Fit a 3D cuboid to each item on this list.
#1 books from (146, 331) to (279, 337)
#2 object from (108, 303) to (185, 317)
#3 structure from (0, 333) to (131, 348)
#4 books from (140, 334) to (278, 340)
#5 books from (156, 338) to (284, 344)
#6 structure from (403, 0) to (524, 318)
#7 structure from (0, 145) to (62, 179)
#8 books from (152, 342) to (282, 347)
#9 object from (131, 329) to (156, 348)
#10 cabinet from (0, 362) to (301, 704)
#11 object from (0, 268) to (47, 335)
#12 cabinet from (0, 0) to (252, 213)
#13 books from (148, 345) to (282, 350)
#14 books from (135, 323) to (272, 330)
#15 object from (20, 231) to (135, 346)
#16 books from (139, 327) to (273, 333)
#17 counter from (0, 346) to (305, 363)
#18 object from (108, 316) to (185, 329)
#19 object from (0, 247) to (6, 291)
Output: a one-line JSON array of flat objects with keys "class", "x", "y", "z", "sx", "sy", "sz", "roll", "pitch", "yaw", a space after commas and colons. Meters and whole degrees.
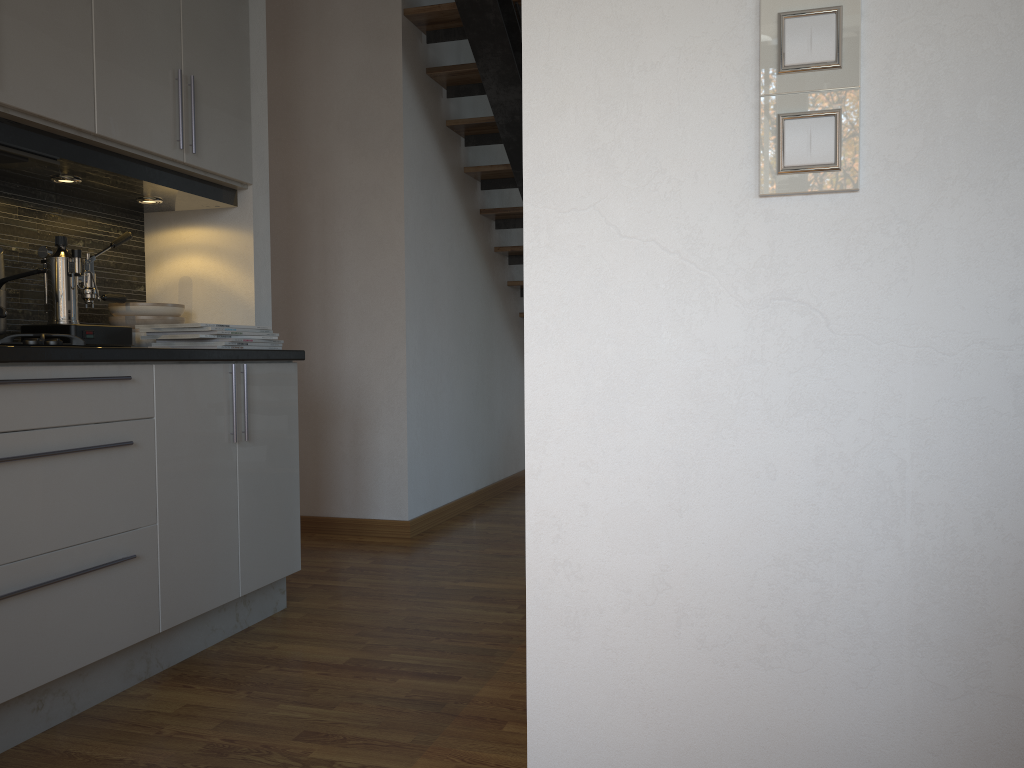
[{"class": "books", "x": -0.926, "y": -0.155, "z": 2.767, "sx": 0.252, "sy": 0.011, "sz": 0.318, "roll": 0, "pitch": 2, "yaw": 18}, {"class": "object", "x": -1.183, "y": -0.236, "z": 2.875, "sx": 0.230, "sy": 0.042, "sz": 0.230, "roll": -1, "pitch": 2, "yaw": -29}, {"class": "structure", "x": -1.277, "y": -0.096, "z": 1.985, "sx": 0.500, "sy": 0.041, "sz": 0.662, "roll": 0, "pitch": 2, "yaw": 17}, {"class": "books", "x": -0.935, "y": -0.143, "z": 2.755, "sx": 0.252, "sy": 0.011, "sz": 0.318, "roll": 0, "pitch": 2, "yaw": 28}, {"class": "books", "x": -0.911, "y": -0.134, "z": 2.791, "sx": 0.252, "sy": 0.011, "sz": 0.318, "roll": 0, "pitch": 2, "yaw": 13}, {"class": "structure", "x": 1.007, "y": -1.206, "z": 4.642, "sx": 2.685, "sy": 4.134, "sz": 4.579, "roll": 0, "pitch": 2, "yaw": 16}, {"class": "structure", "x": -1.407, "y": -0.588, "z": 2.011, "sx": 0.362, "sy": 0.148, "sz": 0.623, "roll": 0, "pitch": 2, "yaw": 17}, {"class": "books", "x": -0.915, "y": -0.123, "z": 2.777, "sx": 0.252, "sy": 0.011, "sz": 0.318, "roll": 0, "pitch": 2, "yaw": 16}, {"class": "object", "x": -1.182, "y": -0.141, "z": 2.879, "sx": 0.230, "sy": 0.066, "sz": 0.230, "roll": -1, "pitch": 2, "yaw": -29}, {"class": "cabinet", "x": -1.311, "y": 0.336, "z": 0.914, "sx": 0.040, "sy": 0.691, "sz": 4.221, "roll": 0, "pitch": 2, "yaw": 17}, {"class": "object", "x": -1.278, "y": -0.197, "z": 2.176, "sx": 0.348, "sy": 0.154, "sz": 0.200, "roll": -1, "pitch": 2, "yaw": -4}, {"class": "cabinet", "x": -1.672, "y": -1.064, "z": 0.957, "sx": 0.458, "sy": 1.070, "sz": 4.233, "roll": 0, "pitch": 2, "yaw": 17}, {"class": "books", "x": -0.919, "y": -0.111, "z": 2.765, "sx": 0.252, "sy": 0.011, "sz": 0.318, "roll": 0, "pitch": 2, "yaw": 20}, {"class": "books", "x": -0.951, "y": -0.175, "z": 2.754, "sx": 0.252, "sy": 0.011, "sz": 0.318, "roll": 0, "pitch": 2, "yaw": 23}, {"class": "object", "x": -1.235, "y": -0.283, "z": 2.597, "sx": 0.206, "sy": 0.370, "sz": 0.353, "roll": 0, "pitch": 2, "yaw": 17}, {"class": "books", "x": -0.943, "y": -0.165, "z": 2.760, "sx": 0.252, "sy": 0.011, "sz": 0.318, "roll": 0, "pitch": 2, "yaw": 18}, {"class": "counter", "x": -1.589, "y": 0.046, "z": 0.984, "sx": 0.622, "sy": 0.192, "sz": 4.247, "roll": 0, "pitch": 2, "yaw": 17}, {"class": "object", "x": -1.183, "y": -0.194, "z": 2.877, "sx": 0.230, "sy": 0.042, "sz": 0.230, "roll": -1, "pitch": 2, "yaw": -29}, {"class": "object", "x": -1.335, "y": -0.273, "z": 2.089, "sx": 0.203, "sy": 0.169, "sz": 0.371, "roll": -1, "pitch": 2, "yaw": -11}]
